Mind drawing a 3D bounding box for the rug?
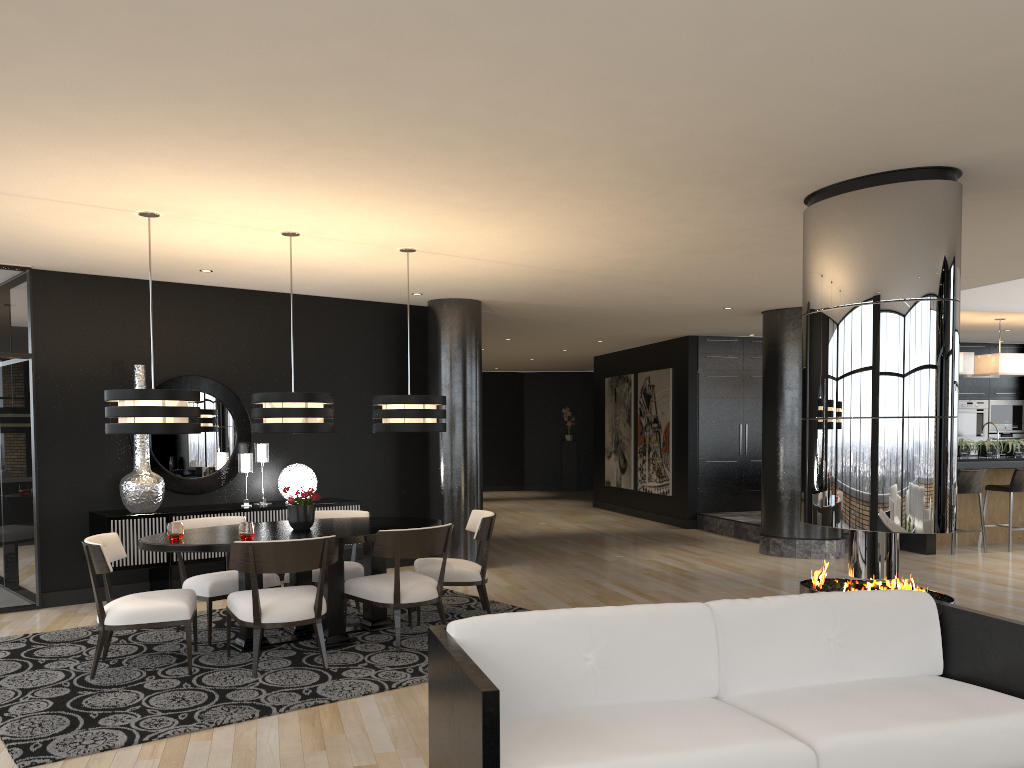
[{"bbox_3d":[-1.468,1.744,5.974,3.720,0.011,2.718,2,-4,-38],"label":"rug"}]

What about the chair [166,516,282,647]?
[{"bbox_3d":[-2.037,1.361,6.208,0.616,0.808,0.642,0,1,38],"label":"chair"}]

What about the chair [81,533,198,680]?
[{"bbox_3d":[-2.240,1.317,5.319,0.616,0.808,0.642,0,1,-17],"label":"chair"}]

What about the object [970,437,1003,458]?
[{"bbox_3d":[5.610,0.747,10.415,0.397,0.239,0.406,-1,-1,9],"label":"object"}]

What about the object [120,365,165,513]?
[{"bbox_3d":[-3.048,0.451,7.257,0.343,1.211,0.342,-2,3,-29],"label":"object"}]

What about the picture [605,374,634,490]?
[{"bbox_3d":[1.820,0.807,14.870,0.077,1.877,1.153,-1,1,-16],"label":"picture"}]

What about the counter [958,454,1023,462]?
[{"bbox_3d":[5.975,0.901,10.814,3.114,0.032,1.180,1,-3,-16],"label":"counter"}]

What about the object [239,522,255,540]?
[{"bbox_3d":[-1.617,0.897,5.385,0.095,0.106,0.095,0,0,-27],"label":"object"}]

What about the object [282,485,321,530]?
[{"bbox_3d":[-1.411,0.830,5.943,0.237,0.299,0.228,-1,1,-36],"label":"object"}]

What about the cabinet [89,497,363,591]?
[{"bbox_3d":[-2.463,1.464,7.832,2.236,0.768,0.610,1,-1,-38],"label":"cabinet"}]

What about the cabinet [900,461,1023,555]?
[{"bbox_3d":[5.977,1.437,10.838,3.114,1.040,1.179,0,-1,-16],"label":"cabinet"}]

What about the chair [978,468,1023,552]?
[{"bbox_3d":[5.852,1.452,10.328,0.476,0.966,0.518,-1,1,-16],"label":"chair"}]

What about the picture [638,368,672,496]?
[{"bbox_3d":[2.197,0.737,13.517,0.077,1.877,1.153,-1,1,-16],"label":"picture"}]

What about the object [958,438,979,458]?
[{"bbox_3d":[5.208,0.745,10.329,0.406,0.239,0.397,-1,-1,9],"label":"object"}]

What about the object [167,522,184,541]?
[{"bbox_3d":[-2.052,0.899,5.381,0.095,0.106,0.095,0,0,18],"label":"object"}]

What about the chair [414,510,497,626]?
[{"bbox_3d":[-0.424,1.376,6.663,0.616,0.808,0.642,0,0,-9],"label":"chair"}]

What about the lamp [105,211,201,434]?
[{"bbox_3d":[-2.173,-0.362,5.324,0.535,1.332,0.535,-2,2,-39],"label":"lamp"}]

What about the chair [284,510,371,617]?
[{"bbox_3d":[-1.383,1.381,6.666,0.642,0.808,0.615,0,1,-10],"label":"chair"}]

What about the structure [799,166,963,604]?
[{"bbox_3d":[2.005,0.306,4.875,0.586,2.749,0.890,-2,2,-28],"label":"structure"}]

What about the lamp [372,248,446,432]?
[{"bbox_3d":[-0.751,-0.314,6.421,0.535,1.332,0.535,-2,2,-39],"label":"lamp"}]

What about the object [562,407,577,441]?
[{"bbox_3d":[1.308,0.912,20.185,0.338,0.789,0.228,0,2,13],"label":"object"}]

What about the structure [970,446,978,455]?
[{"bbox_3d":[7.112,1.326,13.766,0.701,0.709,0.085,0,2,-16],"label":"structure"}]

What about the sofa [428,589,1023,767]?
[{"bbox_3d":[0.796,1.185,2.987,2.031,0.805,0.837,0,0,-16],"label":"sofa"}]

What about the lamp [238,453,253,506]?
[{"bbox_3d":[-2.369,0.850,7.864,0.125,0.466,0.132,-1,2,-16],"label":"lamp"}]

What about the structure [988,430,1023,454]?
[{"bbox_3d":[7.798,0.956,13.932,0.678,0.446,0.070,0,2,-16],"label":"structure"}]

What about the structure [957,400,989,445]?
[{"bbox_3d":[7.108,0.604,13.734,0.701,0.709,0.085,0,2,-16],"label":"structure"}]

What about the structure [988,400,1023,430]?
[{"bbox_3d":[7.796,0.491,13.910,0.676,0.475,0.026,0,2,-16],"label":"structure"}]

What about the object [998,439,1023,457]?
[{"bbox_3d":[6.034,0.761,10.508,0.406,0.217,0.397,-1,-2,9],"label":"object"}]

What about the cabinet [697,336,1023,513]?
[{"bbox_3d":[5.297,0.625,13.568,5.726,2.533,0.726,0,2,-16],"label":"cabinet"}]

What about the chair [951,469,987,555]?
[{"bbox_3d":[5.094,1.445,10.117,0.476,0.966,0.518,-1,1,-16],"label":"chair"}]

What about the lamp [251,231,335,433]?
[{"bbox_3d":[-1.462,-0.338,5.873,0.535,1.332,0.535,-2,2,-39],"label":"lamp"}]

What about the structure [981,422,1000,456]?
[{"bbox_3d":[5.895,0.989,11.101,2.776,1.021,0.654,0,1,-16],"label":"structure"}]

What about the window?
[{"bbox_3d":[3.798,-0.701,5.487,15.884,4.793,10.128,1,-2,-29],"label":"window"}]

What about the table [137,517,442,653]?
[{"bbox_3d":[-1.412,1.364,5.984,2.105,0.770,1.209,1,-2,-36],"label":"table"}]

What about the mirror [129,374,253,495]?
[{"bbox_3d":[-2.837,0.453,7.864,1.075,1.080,0.025,0,2,-38],"label":"mirror"}]

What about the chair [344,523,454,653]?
[{"bbox_3d":[-0.741,1.340,5.917,0.642,0.808,0.616,-1,1,-45],"label":"chair"}]

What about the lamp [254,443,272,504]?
[{"bbox_3d":[-2.268,0.815,8.016,0.132,0.551,0.124,0,2,14],"label":"lamp"}]

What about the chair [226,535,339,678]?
[{"bbox_3d":[-1.403,1.315,5.361,0.642,0.808,0.615,-1,1,-28],"label":"chair"}]
